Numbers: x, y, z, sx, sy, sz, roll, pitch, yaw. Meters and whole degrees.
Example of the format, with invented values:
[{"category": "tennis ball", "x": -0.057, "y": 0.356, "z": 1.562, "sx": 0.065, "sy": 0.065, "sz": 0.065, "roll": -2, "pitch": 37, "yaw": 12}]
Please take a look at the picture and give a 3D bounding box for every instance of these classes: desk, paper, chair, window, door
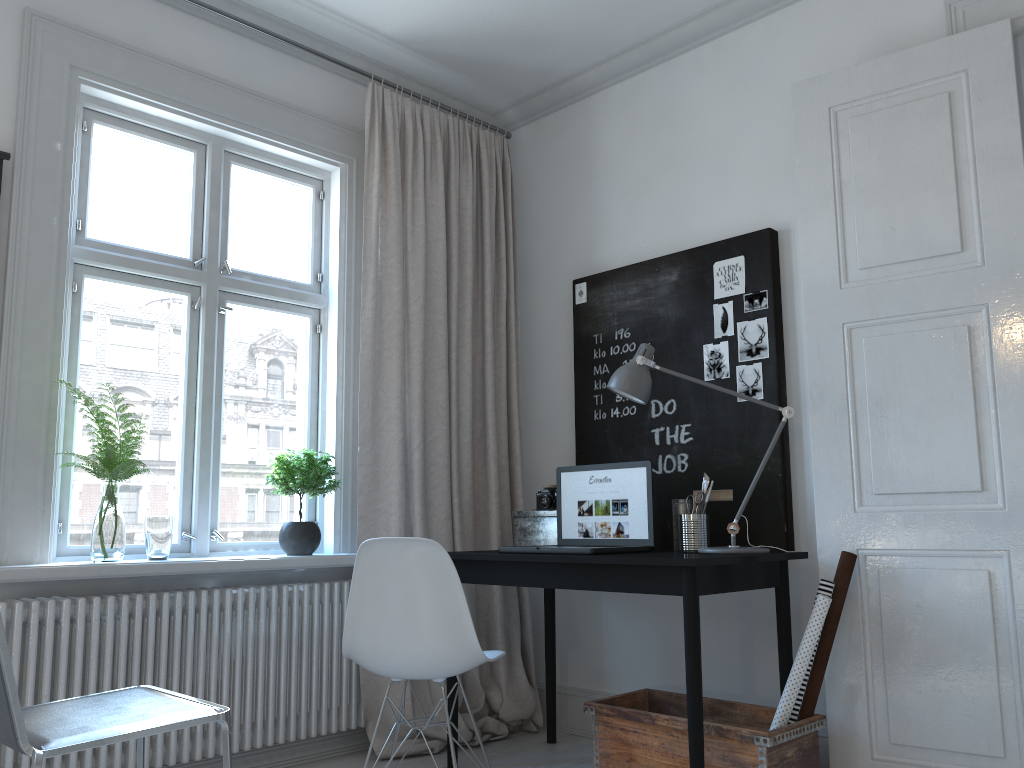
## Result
[{"category": "desk", "x": 0.334, "y": 0.960, "z": 3.029, "sx": 0.652, "sy": 0.757, "sz": 1.161, "roll": 8, "pitch": -12, "yaw": -44}, {"category": "paper", "x": 0.847, "y": 0.921, "z": 2.639, "sx": 0.266, "sy": 0.667, "sz": 0.043, "roll": -1, "pitch": -8, "yaw": 0}, {"category": "chair", "x": -0.952, "y": 0.779, "z": 1.938, "sx": 0.525, "sy": 0.795, "sz": 0.563, "roll": 8, "pitch": -12, "yaw": -44}, {"category": "window", "x": -17.643, "y": -1.489, "z": 5.472, "sx": 25.674, "sy": 14.982, "sz": 26.582, "roll": 8, "pitch": -12, "yaw": -44}, {"category": "paper", "x": 0.915, "y": 0.883, "z": 2.675, "sx": 0.297, "sy": 0.745, "sz": 0.048, "roll": -1, "pitch": -8, "yaw": 0}, {"category": "chair", "x": -0.275, "y": 0.886, "z": 2.741, "sx": 0.474, "sy": 0.822, "sz": 0.555, "roll": -2, "pitch": -8, "yaw": 10}, {"category": "door", "x": 2.084, "y": -0.073, "z": 2.189, "sx": 0.578, "sy": 2.499, "sz": 2.602, "roll": 7, "pitch": -12, "yaw": -44}, {"category": "paper", "x": 0.805, "y": 0.932, "z": 2.595, "sx": 0.283, "sy": 0.625, "sz": 0.041, "roll": -4, "pitch": -9, "yaw": 23}]

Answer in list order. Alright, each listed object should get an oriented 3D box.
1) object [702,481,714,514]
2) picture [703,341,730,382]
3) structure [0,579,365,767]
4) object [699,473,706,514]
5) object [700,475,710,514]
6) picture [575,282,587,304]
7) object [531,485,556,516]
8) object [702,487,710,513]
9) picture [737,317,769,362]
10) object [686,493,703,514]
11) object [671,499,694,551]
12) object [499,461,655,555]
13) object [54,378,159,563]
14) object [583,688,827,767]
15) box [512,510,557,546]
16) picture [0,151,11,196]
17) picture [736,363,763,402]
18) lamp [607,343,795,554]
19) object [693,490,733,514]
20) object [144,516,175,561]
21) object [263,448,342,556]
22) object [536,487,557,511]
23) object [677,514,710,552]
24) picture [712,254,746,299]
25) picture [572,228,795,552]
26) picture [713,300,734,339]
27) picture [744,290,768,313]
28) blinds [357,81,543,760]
[{"category": "object", "x": 0.655, "y": 0.452, "z": 3.039, "sx": 0.084, "sy": 0.239, "sz": 0.009, "roll": -4, "pitch": -9, "yaw": 22}, {"category": "picture", "x": 0.760, "y": -0.084, "z": 3.297, "sx": 0.001, "sy": 0.150, "sz": 0.107, "roll": 7, "pitch": -12, "yaw": -44}, {"category": "structure", "x": -1.025, "y": 0.977, "z": 3.048, "sx": 1.507, "sy": 0.546, "sz": 0.195, "roll": 8, "pitch": -12, "yaw": -44}, {"category": "object", "x": 0.652, "y": 0.440, "z": 3.065, "sx": 0.060, "sy": 0.267, "sz": 0.008, "roll": 4, "pitch": -9, "yaw": -28}, {"category": "object", "x": 0.655, "y": 0.443, "z": 3.062, "sx": 0.062, "sy": 0.263, "sz": 0.012, "roll": 0, "pitch": -8, "yaw": -3}, {"category": "picture", "x": 0.296, "y": -0.390, "z": 3.813, "sx": 0.061, "sy": 0.088, "sz": 0.004, "roll": -8, "pitch": -11, "yaw": 41}, {"category": "object", "x": 0.115, "y": 0.466, "z": 3.530, "sx": 0.056, "sy": 0.130, "sz": 0.167, "roll": -8, "pitch": -12, "yaw": 43}, {"category": "object", "x": 0.650, "y": 0.463, "z": 3.050, "sx": 0.082, "sy": 0.221, "sz": 0.009, "roll": 2, "pitch": -8, "yaw": -15}, {"category": "picture", "x": 0.868, "y": -0.162, "z": 3.197, "sx": 0.002, "sy": 0.152, "sz": 0.121, "roll": 7, "pitch": -12, "yaw": -44}, {"category": "object", "x": 0.626, "y": 0.477, "z": 3.080, "sx": 0.050, "sy": 0.198, "sz": 0.081, "roll": 2, "pitch": -9, "yaw": -20}, {"category": "object", "x": 0.614, "y": 0.508, "z": 3.176, "sx": 0.079, "sy": 0.188, "sz": 0.079, "roll": -4, "pitch": -9, "yaw": 24}, {"category": "object", "x": 0.217, "y": 0.430, "z": 3.094, "sx": 0.326, "sy": 0.314, "sz": 0.446, "roll": 8, "pitch": -12, "yaw": -44}, {"category": "object", "x": -1.309, "y": 0.288, "z": 2.859, "sx": 0.305, "sy": 0.563, "sz": 0.415, "roll": 1, "pitch": -9, "yaw": -11}, {"category": "object", "x": 0.587, "y": 1.151, "z": 2.745, "sx": 0.340, "sy": 0.282, "sz": 0.665, "roll": 8, "pitch": -12, "yaw": -44}, {"category": "box", "x": 0.158, "y": 0.577, "z": 3.506, "sx": 0.193, "sy": 0.152, "sz": 0.317, "roll": 8, "pitch": -12, "yaw": -44}, {"category": "picture", "x": -1.854, "y": -0.286, "z": 2.436, "sx": 0.794, "sy": 1.310, "sz": 0.057, "roll": 8, "pitch": -11, "yaw": -44}, {"category": "picture", "x": 0.855, "y": -0.008, "z": 3.191, "sx": 0.001, "sy": 0.136, "sz": 0.103, "roll": 7, "pitch": -12, "yaw": -44}, {"category": "lamp", "x": 0.638, "y": 0.208, "z": 2.993, "sx": 0.617, "sy": 0.714, "sz": 0.230, "roll": -3, "pitch": -8, "yaw": 16}, {"category": "object", "x": 0.697, "y": 0.472, "z": 3.071, "sx": 0.138, "sy": 0.208, "sz": 0.034, "roll": -5, "pitch": -9, "yaw": 25}, {"category": "object", "x": -1.180, "y": 0.515, "z": 2.962, "sx": 0.097, "sy": 0.146, "sz": 0.098, "roll": 6, "pitch": -11, "yaw": -39}, {"category": "object", "x": -0.801, "y": 0.441, "z": 3.354, "sx": 0.309, "sy": 0.406, "sz": 0.272, "roll": -1, "pitch": -8, "yaw": 5}, {"category": "object", "x": 0.134, "y": 0.443, "z": 3.417, "sx": 0.073, "sy": 0.087, "sz": 0.137, "roll": 8, "pitch": -12, "yaw": -44}, {"category": "object", "x": 0.627, "y": 0.514, "z": 3.059, "sx": 0.108, "sy": 0.128, "sz": 0.108, "roll": 4, "pitch": -10, "yaw": -29}, {"category": "picture", "x": 0.807, "y": -0.401, "z": 3.291, "sx": 0.004, "sy": 0.154, "sz": 0.148, "roll": 7, "pitch": -12, "yaw": -44}, {"category": "picture", "x": 0.620, "y": 0.071, "z": 3.464, "sx": 0.064, "sy": 1.169, "sz": 0.954, "roll": 7, "pitch": -12, "yaw": -44}, {"category": "picture", "x": 0.786, "y": -0.239, "z": 3.293, "sx": 0.002, "sy": 0.145, "sz": 0.084, "roll": 7, "pitch": -11, "yaw": -44}, {"category": "picture", "x": 0.881, "y": -0.301, "z": 3.204, "sx": 0.001, "sy": 0.071, "sz": 0.095, "roll": 7, "pitch": -12, "yaw": -44}, {"category": "blinds", "x": -0.238, "y": 0.106, "z": 3.633, "sx": 0.832, "sy": 2.640, "sz": 0.225, "roll": 7, "pitch": -11, "yaw": -44}]
